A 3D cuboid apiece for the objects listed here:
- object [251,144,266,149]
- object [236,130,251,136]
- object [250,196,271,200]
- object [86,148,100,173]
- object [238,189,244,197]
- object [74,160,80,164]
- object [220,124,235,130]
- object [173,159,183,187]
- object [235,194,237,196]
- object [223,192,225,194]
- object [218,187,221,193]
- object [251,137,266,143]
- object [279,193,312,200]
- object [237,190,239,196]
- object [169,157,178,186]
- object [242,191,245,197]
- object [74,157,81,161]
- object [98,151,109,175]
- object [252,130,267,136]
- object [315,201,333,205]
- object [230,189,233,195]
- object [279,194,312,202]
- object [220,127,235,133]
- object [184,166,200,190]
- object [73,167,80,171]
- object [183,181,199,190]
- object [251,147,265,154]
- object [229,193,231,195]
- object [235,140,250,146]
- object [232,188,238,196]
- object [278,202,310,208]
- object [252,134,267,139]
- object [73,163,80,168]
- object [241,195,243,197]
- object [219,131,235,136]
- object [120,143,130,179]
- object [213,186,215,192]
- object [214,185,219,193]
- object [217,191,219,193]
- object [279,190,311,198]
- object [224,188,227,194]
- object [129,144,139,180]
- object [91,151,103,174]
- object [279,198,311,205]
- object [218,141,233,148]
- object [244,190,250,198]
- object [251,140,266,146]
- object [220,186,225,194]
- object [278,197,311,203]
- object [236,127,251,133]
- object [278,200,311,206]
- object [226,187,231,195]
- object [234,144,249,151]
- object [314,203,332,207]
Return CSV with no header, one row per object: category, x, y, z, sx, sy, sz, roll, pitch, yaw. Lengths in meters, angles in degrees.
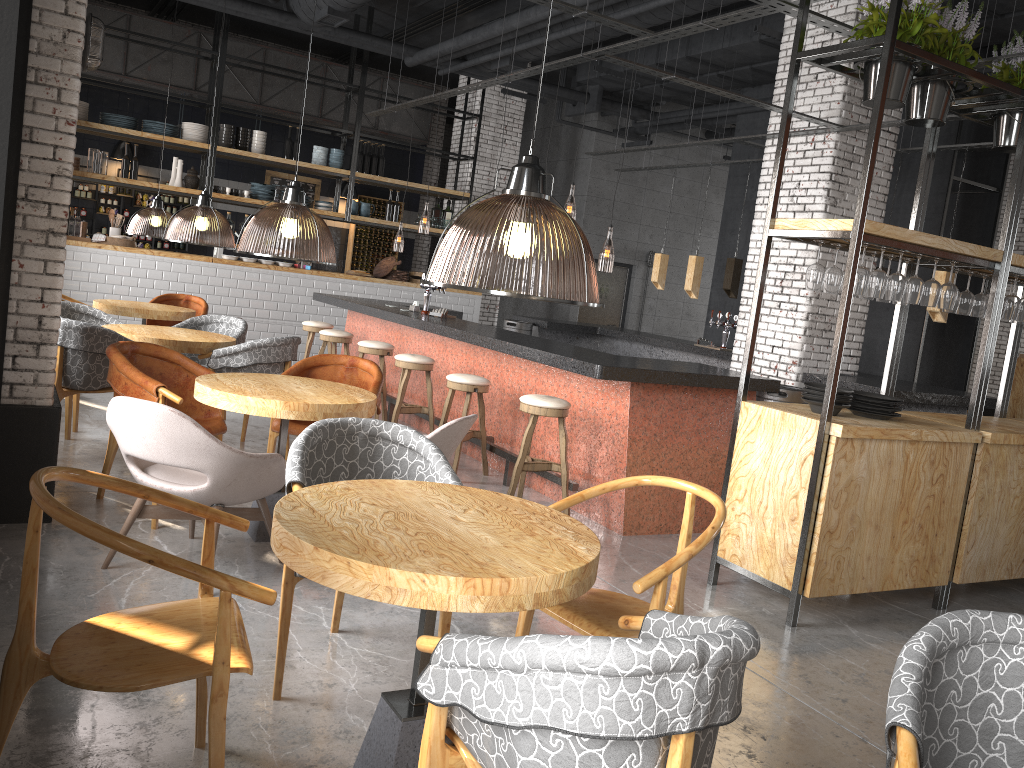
object,-3.449,-3.195,12.032,0.197,0.104,0.196,12,8,35
object,-3.614,-3.338,11.913,0.196,0.102,0.197,3,8,-37
object,-3.425,-2.533,12.156,0.334,0.046,0.335,1,9,-45
object,-5.251,-2.790,11.131,0.126,0.313,0.179,8,6,2
object,-3.611,-2.534,11.793,0.072,0.097,0.072,5,6,-22
object,-5.439,-2.745,10.990,0.157,0.053,0.168,5,7,-25
object,-3.794,-3.395,11.803,0.196,0.105,0.197,7,6,-9
object,-4.323,-2.732,11.519,0.132,0.359,0.127,7,6,-5
object,-3.727,-2.573,11.993,0.072,0.097,0.072,5,6,-22
object,-3.864,-2.582,11.913,0.072,0.097,0.072,2,8,-42
object,-3.874,-2.567,11.773,0.072,0.097,0.072,2,8,-44
object,-3.439,-3.283,12.028,0.196,0.103,0.197,6,6,-14
object,-3.024,-2.609,12.374,0.454,0.048,0.455,7,7,-4
object,-3.669,-2.553,11.893,0.072,0.097,0.072,10,6,19
object,-4.426,-2.775,11.628,0.126,0.393,0.127,9,6,9
object,-3.601,-2.549,11.933,0.072,0.097,0.072,5,6,-26
object,-5.433,-2.786,10.986,0.157,0.053,0.168,5,7,-25
object,-5.103,-2.746,11.055,0.118,0.293,0.169,5,6,-25
object,-3.426,-3.370,12.021,0.197,0.103,0.196,12,8,37
object,-2.671,-2.564,12.587,0.265,0.034,0.266,6,7,-18
object,-3.736,-2.558,11.854,0.072,0.097,0.072,7,6,-3
object,-3.025,-2.587,12.376,0.453,0.064,0.454,10,7,22
object,-3.792,-3.351,11.807,0.196,0.106,0.197,7,6,-2
object,-4.193,-2.700,11.615,0.196,0.305,0.196,8,6,7
object,-5.450,-2.665,10.997,0.157,0.053,0.168,5,7,-25
object,-4.270,-2.684,11.808,0.203,0.212,0.203,8,6,7
object,-3.452,-3.151,12.036,0.197,0.105,0.196,12,8,37
object,-3.793,-2.577,11.954,0.072,0.097,0.072,8,6,-1
object,-3.633,-3.208,11.928,0.196,0.101,0.197,6,6,-11
object,-3.678,-2.538,11.754,0.072,0.097,0.072,7,6,-10
object,-3.040,-2.492,12.387,0.455,0.033,0.454,13,9,41
object,-3.431,-3.326,12.022,0.196,0.100,0.197,3,8,-34
object,-5.444,-2.710,10.993,0.157,0.053,0.168,5,7,-25
object,-3.659,-2.568,12.033,0.072,0.097,0.072,4,7,-31
object,-3.803,-3.307,11.811,0.197,0.100,0.196,11,7,25
object,-4.961,-2.858,11.390,0.098,0.470,0.098,12,7,37
object,-3.940,-2.571,11.734,0.072,0.097,0.072,4,7,-31
object,-3.883,-2.552,11.633,0.072,0.097,0.072,7,6,-8
object,-3.931,-2.586,11.873,0.072,0.097,0.072,8,6,1
object,-3.019,-2.634,12.374,0.452,0.062,0.455,6,7,-15
object,-3.806,-2.562,11.813,0.072,0.097,0.072,4,7,-29
object,-4.868,-2.852,11.444,0.098,0.470,0.098,12,7,37
object,-5.109,-2.722,10.930,0.106,0.264,0.152,7,6,-3
object,-3.032,-2.540,12.382,0.453,0.050,0.455,6,7,-10
object,-3.822,-3.176,11.825,0.196,0.102,0.197,6,7,-18
object,-3.544,-2.529,11.832,0.072,0.097,0.072,8,6,1
object,-3.441,-3.239,12.029,0.196,0.104,0.197,8,6,5
object,-3.816,-2.548,11.672,0.072,0.097,0.072,7,6,-9
object,-3.031,-2.564,12.377,0.454,0.062,0.453,9,7,14
object,-3.610,-3.383,11.912,0.197,0.102,0.196,12,8,35
object,-3.037,-2.516,12.384,0.455,0.042,0.454,12,8,34
object,-3.748,-2.543,11.712,0.072,0.097,0.072,9,6,9
object,-3.641,-3.165,11.933,0.196,0.104,0.197,8,6,6
object,-2.676,-2.535,12.589,0.263,0.028,0.264,7,7,-3
